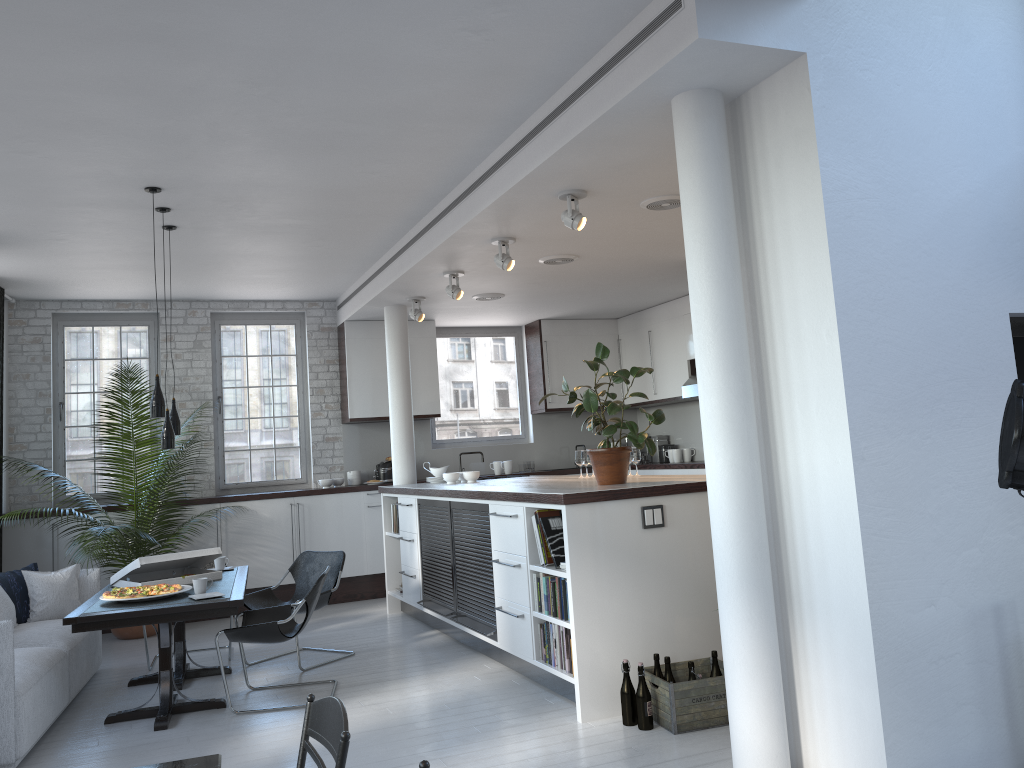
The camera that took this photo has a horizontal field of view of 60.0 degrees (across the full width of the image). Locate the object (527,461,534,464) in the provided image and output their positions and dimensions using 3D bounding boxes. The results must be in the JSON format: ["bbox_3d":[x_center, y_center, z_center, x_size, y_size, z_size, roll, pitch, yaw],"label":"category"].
[{"bbox_3d":[0.221,0.962,10.460,0.094,0.098,0.093,-3,-6,-6],"label":"object"}]

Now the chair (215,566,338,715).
[{"bbox_3d":[-1.485,1.603,5.654,0.665,0.781,0.668,-3,-6,-7],"label":"chair"}]

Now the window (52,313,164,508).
[{"bbox_3d":[-4.205,0.244,9.228,1.034,2.000,0.132,-1,-7,-22],"label":"window"}]

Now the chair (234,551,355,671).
[{"bbox_3d":[-1.625,1.693,6.683,0.669,0.781,0.663,-8,-7,33],"label":"chair"}]

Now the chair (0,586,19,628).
[{"bbox_3d":[-3.603,1.490,6.034,0.375,0.467,0.563,-2,-6,-15],"label":"chair"}]

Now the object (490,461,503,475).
[{"bbox_3d":[-0.172,0.970,10.205,0.138,0.153,0.108,-1,-7,-27],"label":"object"}]

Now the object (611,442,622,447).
[{"bbox_3d":[1.300,0.760,11.096,0.153,0.070,0.152,-6,-5,24],"label":"object"}]

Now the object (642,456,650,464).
[{"bbox_3d":[1.594,0.901,10.510,0.094,0.098,0.093,-3,-6,-6],"label":"object"}]

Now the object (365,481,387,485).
[{"bbox_3d":[-1.478,1.077,9.612,0.261,0.028,0.260,-1,-5,-35],"label":"object"}]

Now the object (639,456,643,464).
[{"bbox_3d":[1.555,0.911,10.606,0.094,0.098,0.093,-3,-6,-6],"label":"object"}]

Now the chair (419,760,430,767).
[{"bbox_3d":[-0.263,1.086,1.186,0.503,0.969,0.494,-2,-6,-17],"label":"chair"}]

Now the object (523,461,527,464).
[{"bbox_3d":[0.182,0.972,10.556,0.094,0.098,0.093,1,-7,-39],"label":"object"}]

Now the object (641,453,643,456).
[{"bbox_3d":[1.555,0.882,10.612,0.094,0.098,0.093,-3,-6,-6],"label":"object"}]

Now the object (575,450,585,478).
[{"bbox_3d":[0.549,0.645,7.108,0.082,0.224,0.082,-6,-7,14],"label":"object"}]

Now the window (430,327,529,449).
[{"bbox_3d":[-0.434,0.026,10.797,1.299,1.465,0.132,-2,-7,-22],"label":"window"}]

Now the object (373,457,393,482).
[{"bbox_3d":[-1.348,0.959,9.925,0.414,0.292,0.277,-2,-6,-22],"label":"object"}]

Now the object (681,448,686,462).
[{"bbox_3d":[1.976,0.835,10.372,0.138,0.153,0.109,-9,-7,39],"label":"object"}]

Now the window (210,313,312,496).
[{"bbox_3d":[-4.069,0.295,14.162,8.138,6.096,9.106,-2,-6,-22],"label":"window"}]

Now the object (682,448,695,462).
[{"bbox_3d":[2.037,0.821,10.254,0.138,0.153,0.108,-2,-6,-15],"label":"object"}]

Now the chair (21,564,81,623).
[{"bbox_3d":[-3.427,1.586,6.645,0.219,0.440,0.457,-9,-7,37],"label":"chair"}]

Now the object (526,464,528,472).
[{"bbox_3d":[0.184,1.002,10.552,0.094,0.098,0.093,1,-7,-39],"label":"object"}]

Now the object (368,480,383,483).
[{"bbox_3d":[-1.486,1.062,9.615,0.138,0.044,0.136,-7,-5,29],"label":"object"}]

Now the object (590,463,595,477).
[{"bbox_3d":[0.645,0.638,7.108,0.082,0.224,0.082,0,-8,-32],"label":"object"}]

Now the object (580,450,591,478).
[{"bbox_3d":[0.587,0.635,7.013,0.082,0.224,0.082,0,-7,-31],"label":"object"}]

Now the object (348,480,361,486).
[{"bbox_3d":[-1.749,1.101,9.850,0.153,0.056,0.153,-6,-5,20],"label":"object"}]

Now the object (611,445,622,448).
[{"bbox_3d":[1.305,0.791,11.090,0.153,0.067,0.152,-6,-5,24],"label":"object"}]

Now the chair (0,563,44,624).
[{"bbox_3d":[-3.710,1.566,6.464,0.333,0.501,0.622,-6,-6,18],"label":"chair"}]

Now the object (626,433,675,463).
[{"bbox_3d":[1.712,0.778,10.862,0.243,0.376,0.871,-1,-6,-26],"label":"object"}]

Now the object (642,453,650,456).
[{"bbox_3d":[1.592,0.871,10.514,0.094,0.098,0.093,-3,-6,-6],"label":"object"}]

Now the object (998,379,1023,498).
[{"bbox_3d":[1.926,0.755,2.945,0.544,1.585,0.609,-6,-7,21],"label":"object"}]

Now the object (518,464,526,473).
[{"bbox_3d":[0.124,0.996,10.420,0.094,0.098,0.093,1,-7,-39],"label":"object"}]

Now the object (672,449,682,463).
[{"bbox_3d":[1.902,0.828,10.222,0.109,0.153,0.137,-3,-6,-8],"label":"object"}]

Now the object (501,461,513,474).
[{"bbox_3d":[-0.049,0.959,10.168,0.108,0.153,0.138,-7,-6,28],"label":"object"}]

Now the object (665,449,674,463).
[{"bbox_3d":[1.859,0.839,10.320,0.138,0.153,0.108,-4,-6,0],"label":"object"}]

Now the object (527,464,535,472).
[{"bbox_3d":[0.223,0.992,10.457,0.094,0.098,0.093,-3,-6,-6],"label":"object"}]

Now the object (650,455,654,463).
[{"bbox_3d":[1.655,0.907,10.640,0.094,0.098,0.093,-3,-6,-6],"label":"object"}]

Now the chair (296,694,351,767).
[{"bbox_3d":[-0.546,1.143,1.672,0.503,0.969,0.494,-1,-7,-22],"label":"chair"}]

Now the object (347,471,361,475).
[{"bbox_3d":[-1.760,1.003,9.859,0.153,0.075,0.152,-7,-6,35],"label":"object"}]

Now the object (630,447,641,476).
[{"bbox_3d":[0.932,0.583,6.658,0.082,0.224,0.082,-3,-6,-9],"label":"object"}]

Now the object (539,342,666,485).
[{"bbox_3d":[0.569,0.183,5.567,0.773,0.895,0.436,-8,-7,35],"label":"object"}]

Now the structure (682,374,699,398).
[{"bbox_3d":[2.264,-0.027,9.169,0.522,0.251,1.038,-2,-5,-22],"label":"structure"}]

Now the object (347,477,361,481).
[{"bbox_3d":[-1.753,1.065,9.851,0.154,0.074,0.152,-2,-5,-19],"label":"object"}]

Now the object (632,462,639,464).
[{"bbox_3d":[1.511,0.899,10.789,0.109,0.153,0.137,-1,-6,-23],"label":"object"}]

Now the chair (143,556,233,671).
[{"bbox_3d":[-2.539,1.780,6.998,0.671,0.781,0.661,-2,-6,-17],"label":"chair"}]

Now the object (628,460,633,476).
[{"bbox_3d":[0.893,0.593,6.750,0.082,0.224,0.082,-8,-8,32],"label":"object"}]
